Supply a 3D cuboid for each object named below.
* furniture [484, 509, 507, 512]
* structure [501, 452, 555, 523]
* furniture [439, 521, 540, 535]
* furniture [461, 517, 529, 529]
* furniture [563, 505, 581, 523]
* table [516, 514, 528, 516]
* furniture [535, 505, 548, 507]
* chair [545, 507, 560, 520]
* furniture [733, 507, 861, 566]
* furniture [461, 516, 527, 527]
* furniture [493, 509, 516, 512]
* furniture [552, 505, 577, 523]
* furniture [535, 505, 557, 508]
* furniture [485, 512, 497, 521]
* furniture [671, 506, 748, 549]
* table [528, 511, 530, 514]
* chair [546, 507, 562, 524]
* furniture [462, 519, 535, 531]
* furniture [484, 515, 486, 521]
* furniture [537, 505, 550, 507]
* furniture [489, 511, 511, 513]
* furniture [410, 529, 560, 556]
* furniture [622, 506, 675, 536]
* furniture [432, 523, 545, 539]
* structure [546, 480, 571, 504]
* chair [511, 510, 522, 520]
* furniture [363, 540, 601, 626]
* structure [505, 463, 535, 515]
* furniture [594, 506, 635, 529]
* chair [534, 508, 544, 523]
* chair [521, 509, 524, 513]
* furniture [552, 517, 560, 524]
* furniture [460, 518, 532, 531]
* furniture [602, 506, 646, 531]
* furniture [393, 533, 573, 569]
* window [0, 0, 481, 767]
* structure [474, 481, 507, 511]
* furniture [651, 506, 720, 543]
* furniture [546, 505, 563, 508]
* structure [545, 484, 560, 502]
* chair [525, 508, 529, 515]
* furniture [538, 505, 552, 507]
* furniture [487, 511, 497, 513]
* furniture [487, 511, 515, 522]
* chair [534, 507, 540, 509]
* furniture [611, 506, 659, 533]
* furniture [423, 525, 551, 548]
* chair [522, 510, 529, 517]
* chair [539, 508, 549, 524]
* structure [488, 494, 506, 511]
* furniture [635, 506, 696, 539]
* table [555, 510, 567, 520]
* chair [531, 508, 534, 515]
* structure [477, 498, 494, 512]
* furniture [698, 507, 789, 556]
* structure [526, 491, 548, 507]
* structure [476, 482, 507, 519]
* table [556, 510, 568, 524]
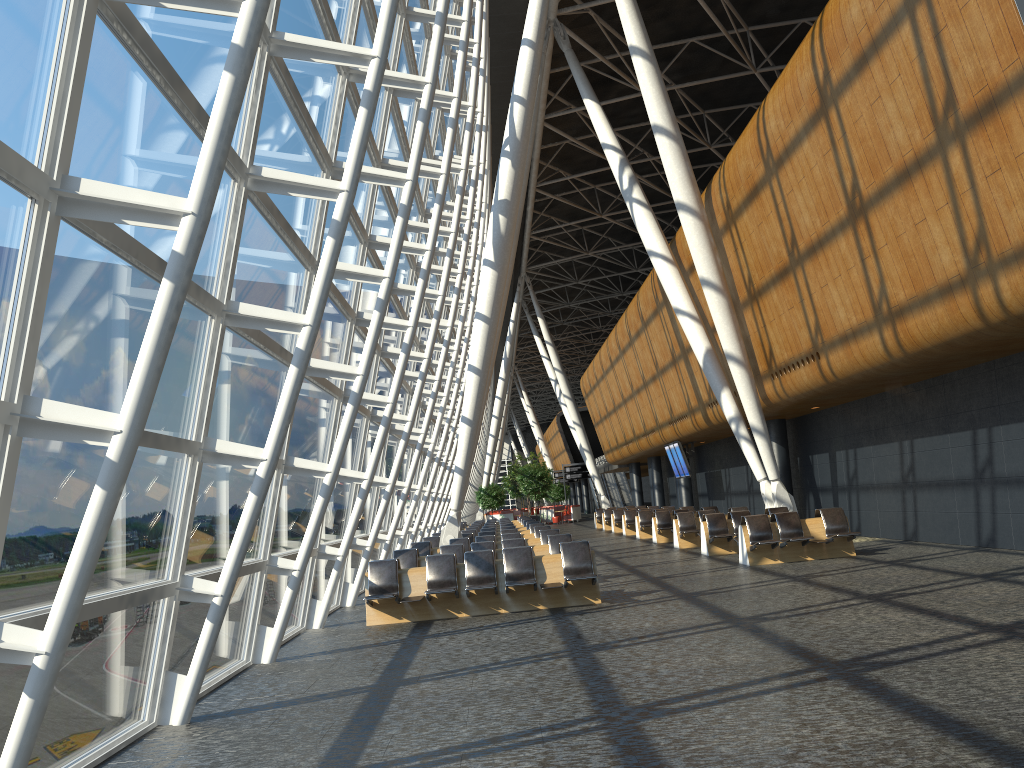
[{"bbox_3d":[-1.774,14.319,96.831,3.250,0.865,1.672,-5,-6,-1],"label":"furniture"},{"bbox_3d":[0.854,6.506,54.481,3.088,4.513,5.850,-5,-5,-9],"label":"structure"},{"bbox_3d":[-0.667,4.849,27.498,3.250,0.865,1.672,-5,-6,-1],"label":"furniture"},{"bbox_3d":[-0.811,6.077,36.493,3.250,0.865,1.672,-5,-6,-1],"label":"furniture"},{"bbox_3d":[3.700,7.857,53.399,0.890,1.002,2.843,-6,-7,11],"label":"furniture"},{"bbox_3d":[0.553,8.013,51.380,0.796,0.747,0.806,-3,-6,-30],"label":"table"},{"bbox_3d":[3.674,14.656,103.164,1.896,0.865,1.672,-5,-6,-1],"label":"furniture"},{"bbox_3d":[2.543,8.061,54.095,0.666,1.006,0.621,-9,-5,44],"label":"chair"},{"bbox_3d":[5.068,2.729,15.841,1.896,0.865,1.672,-5,-6,-1],"label":"furniture"},{"bbox_3d":[-0.859,6.487,39.492,3.250,0.865,1.672,-5,-6,-1],"label":"furniture"},{"bbox_3d":[-0.471,10.734,71.763,0.895,1.003,2.825,-9,-8,41],"label":"furniture"},{"bbox_3d":[3.142,8.302,56.302,0.886,1.003,2.856,-3,-7,-34],"label":"furniture"},{"bbox_3d":[2.630,9.862,67.491,0.895,1.003,2.825,-9,-8,41],"label":"furniture"},{"bbox_3d":[-1.116,8.603,55.537,0.890,1.002,2.843,-6,-7,11],"label":"furniture"},{"bbox_3d":[4.972,3.548,21.837,1.896,0.865,1.672,-5,-6,-1],"label":"furniture"},{"bbox_3d":[1.284,10.009,66.668,0.797,0.747,0.806,-4,-5,-15],"label":"table"},{"bbox_3d":[2.509,7.914,52.983,0.627,1.006,0.659,-9,-5,44],"label":"chair"},{"bbox_3d":[-0.715,5.258,30.496,3.250,0.865,1.672,-5,-6,-1],"label":"furniture"},{"bbox_3d":[-1.439,11.452,75.842,3.250,0.865,1.672,-5,-6,-1],"label":"furniture"},{"bbox_3d":[3.722,14.246,100.166,1.896,0.865,1.672,-5,-6,-1],"label":"furniture"},{"bbox_3d":[-0.678,9.182,60.127,0.886,1.003,2.856,-3,-7,-34],"label":"furniture"},{"bbox_3d":[-0.524,3.620,18.503,3.250,0.865,1.672,-5,-6,-1],"label":"furniture"},{"bbox_3d":[4.829,4.776,30.833,1.896,0.865,1.672,-5,-6,-1],"label":"furniture"},{"bbox_3d":[-0.619,4.439,24.499,3.250,0.865,1.672,-5,-6,-1],"label":"furniture"},{"bbox_3d":[3.343,8.224,62.407,1.728,2.767,1.794,-2,-5,-44],"label":"structure"},{"bbox_3d":[0.195,8.240,53.767,0.625,1.006,0.661,-7,-4,24],"label":"chair"},{"bbox_3d":[-0.428,2.801,12.506,3.250,0.865,1.672,-5,-6,-1],"label":"furniture"},{"bbox_3d":[1.031,8.645,70.441,3.106,4.514,5.756,-7,-5,21],"label":"structure"},{"bbox_3d":[4.685,6.005,39.828,1.896,0.865,1.672,-5,-6,-1],"label":"furniture"},{"bbox_3d":[1.877,8.429,56.356,0.665,1.006,0.622,-8,-4,34],"label":"chair"},{"bbox_3d":[0.451,9.049,59.937,0.664,1.006,0.623,-7,-4,24],"label":"chair"},{"bbox_3d":[2.595,8.000,51.639,0.444,0.458,0.445,-6,-5,11],"label":"furniture"},{"bbox_3d":[-0.763,5.668,33.495,3.250,0.865,1.672,-5,-6,-1],"label":"furniture"},{"bbox_3d":[4.733,5.595,36.830,1.896,0.865,1.672,-5,-6,-1],"label":"furniture"},{"bbox_3d":[-0.476,3.210,15.504,3.250,0.865,1.672,-5,-6,-1],"label":"furniture"},{"bbox_3d":[-2.909,5.433,79.369,3.719,13.957,167.473,-5,-8,-2],"label":"window"},{"bbox_3d":[-1.275,7.429,53.972,1.912,2.956,1.880,-4,-4,-27],"label":"structure"},{"bbox_3d":[4.924,3.957,24.836,1.896,0.865,1.672,-5,-6,-1],"label":"furniture"},{"bbox_3d":[3.023,9.325,63.793,0.886,1.003,2.856,-3,-7,-34],"label":"furniture"},{"bbox_3d":[3.489,9.508,72.816,1.878,2.983,1.951,-2,-5,-44],"label":"structure"},{"bbox_3d":[1.392,10.011,67.727,0.659,1.006,0.627,-4,-3,-16],"label":"chair"},{"bbox_3d":[3.770,13.837,97.167,1.896,0.865,1.672,-5,-6,-1],"label":"furniture"},{"bbox_3d":[-1.236,9.627,63.029,0.890,1.002,2.843,-6,-7,11],"label":"furniture"},{"bbox_3d":[-0.559,8.158,52.635,0.886,1.003,2.856,-3,-7,-34],"label":"furniture"},{"bbox_3d":[2.054,9.270,62.706,0.626,1.006,0.660,-8,-4,34],"label":"chair"},{"bbox_3d":[4.781,5.186,33.831,1.896,0.865,1.672,-5,-6,-1],"label":"furniture"},{"bbox_3d":[-0.571,4.029,21.501,3.250,0.865,1.672,-5,-6,-1],"label":"furniture"},{"bbox_3d":[0.571,8.025,52.446,0.664,1.006,0.623,-7,-4,24],"label":"chair"},{"bbox_3d":[2.174,8.247,55.215,0.626,1.006,0.660,-8,-4,34],"label":"chair"},{"bbox_3d":[-1.245,8.057,58.210,1.778,2.840,1.847,-2,-5,-44],"label":"structure"},{"bbox_3d":[4.876,4.367,27.834,1.896,0.865,1.672,-5,-6,-1],"label":"furniture"},{"bbox_3d":[3.043,8.068,53.536,0.801,0.747,0.802,-7,-5,15],"label":"table"},{"bbox_3d":[1.757,9.453,63.847,0.665,1.006,0.622,-8,-4,34],"label":"chair"},{"bbox_3d":[-1.528,8.551,61.520,1.751,2.802,1.819,-2,-5,-44],"label":"structure"},{"bbox_3d":[5.020,3.138,18.839,1.896,0.865,1.672,-5,-6,-1],"label":"furniture"},{"bbox_3d":[2.075,8.470,65.927,2.284,3.462,2.226,-6,-3,11],"label":"structure"},{"bbox_3d":[-1.131,7.118,51.069,1.728,2.767,1.794,-2,-5,-44],"label":"structure"},{"bbox_3d":[2.942,7.871,52.005,0.801,0.747,0.802,-7,-5,15],"label":"table"}]
